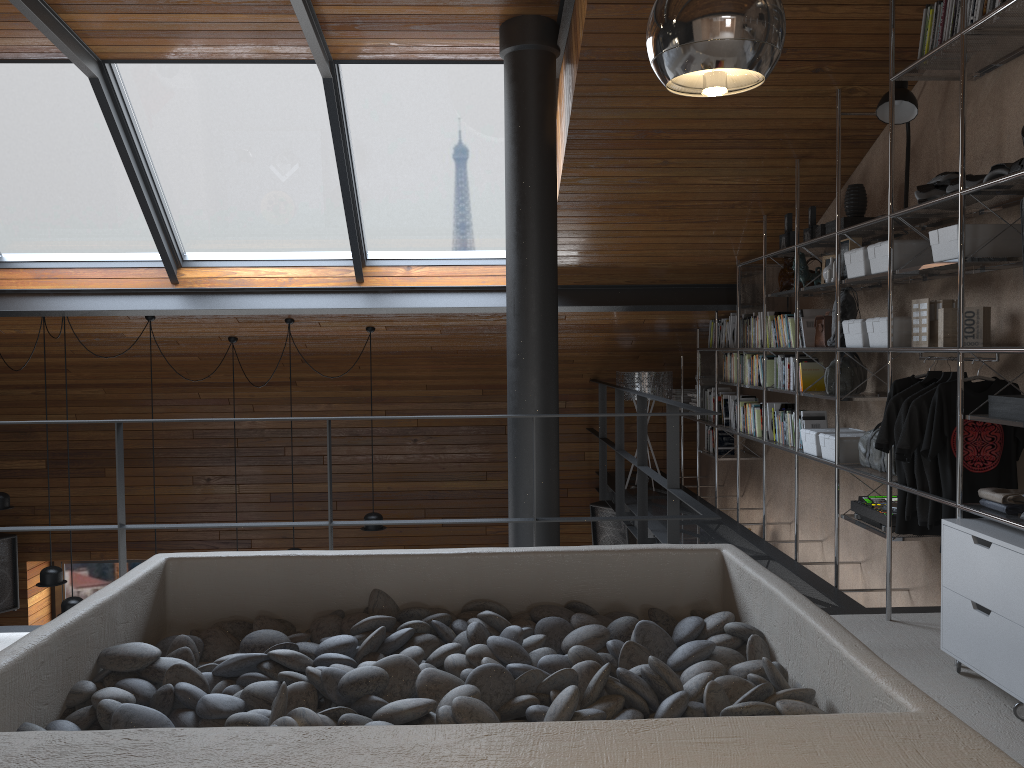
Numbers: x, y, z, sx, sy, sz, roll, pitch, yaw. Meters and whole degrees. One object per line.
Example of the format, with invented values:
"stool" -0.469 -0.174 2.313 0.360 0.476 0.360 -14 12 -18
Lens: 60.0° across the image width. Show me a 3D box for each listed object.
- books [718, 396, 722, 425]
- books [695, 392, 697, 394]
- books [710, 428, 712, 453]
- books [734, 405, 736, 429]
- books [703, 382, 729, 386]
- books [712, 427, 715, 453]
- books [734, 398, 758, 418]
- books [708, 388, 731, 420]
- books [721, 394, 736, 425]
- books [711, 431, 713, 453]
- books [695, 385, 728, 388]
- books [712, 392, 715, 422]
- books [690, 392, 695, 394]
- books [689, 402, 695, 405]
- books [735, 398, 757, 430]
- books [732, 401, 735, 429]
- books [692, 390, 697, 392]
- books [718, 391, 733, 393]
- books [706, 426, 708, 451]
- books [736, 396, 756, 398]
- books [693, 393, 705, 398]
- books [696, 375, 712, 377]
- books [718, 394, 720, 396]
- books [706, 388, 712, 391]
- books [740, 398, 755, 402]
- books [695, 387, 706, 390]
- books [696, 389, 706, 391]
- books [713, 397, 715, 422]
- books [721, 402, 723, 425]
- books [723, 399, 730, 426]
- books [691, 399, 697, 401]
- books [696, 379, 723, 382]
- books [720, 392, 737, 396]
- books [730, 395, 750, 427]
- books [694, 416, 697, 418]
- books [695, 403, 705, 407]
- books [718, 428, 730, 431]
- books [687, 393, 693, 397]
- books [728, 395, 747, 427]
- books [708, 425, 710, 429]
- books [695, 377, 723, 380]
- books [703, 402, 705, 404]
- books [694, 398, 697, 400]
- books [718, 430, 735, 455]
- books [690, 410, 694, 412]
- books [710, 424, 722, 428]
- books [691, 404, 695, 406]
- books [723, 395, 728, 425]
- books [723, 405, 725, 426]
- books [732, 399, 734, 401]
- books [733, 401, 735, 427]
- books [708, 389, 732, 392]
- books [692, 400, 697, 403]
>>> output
"books" 1.636 0.201 6.768 0.137 0.215 0.014 -1 2 -2
"books" 1.655 0.074 7.364 0.254 0.012 0.158 0 2 10
"books" 1.631 0.446 7.050 0.111 0.198 0.008 -1 2 -2
"books" 1.660 0.238 6.387 0.119 0.171 0.044 -1 2 -2
"books" 1.678 -0.004 7.353 0.234 0.028 0.180 -1 2 -2
"books" 1.659 0.439 6.999 0.155 0.215 0.055 -1 2 -2
"books" 1.693 0.211 6.387 0.177 0.217 0.046 -1 2 -2
"books" 1.680 0.164 7.183 0.191 0.255 0.012 -1 2 -2
"books" 1.658 0.195 6.702 0.143 0.235 0.055 -1 2 -2
"books" 1.634 0.457 7.042 0.112 0.177 0.009 -1 2 -2
"books" 1.655 0.018 7.352 0.228 0.016 0.182 -1 2 -2
"books" 1.657 0.182 7.006 0.148 0.234 0.013 -1 2 -2
"books" 1.662 0.074 7.656 0.231 0.012 0.159 0 2 3
"books" 1.673 0.167 7.634 0.234 0.016 0.182 -1 2 -12
"books" 1.681 0.214 6.355 0.161 0.222 0.055 -1 2 -2
"books" 1.657 0.223 6.412 0.127 0.200 0.046 -1 2 -2
"books" 1.678 0.061 7.652 0.206 0.012 0.161 -1 2 -2
"books" 1.668 0.180 6.971 0.146 0.240 0.023 -1 2 -2
"books" 1.639 0.439 7.186 0.127 0.201 0.011 -1 2 -2
"books" 1.718 0.203 6.497 0.148 0.233 0.053 -1 2 -2
"books" 1.657 0.094 7.354 0.288 0.025 0.175 0 2 4
"books" 1.664 -0.063 7.377 0.228 0.016 0.182 -1 2 -2
"books" 1.650 0.190 6.836 0.129 0.231 0.010 -1 2 -2
"books" 1.686 0.162 7.236 0.207 0.255 0.010 -1 2 -2
"books" 1.663 0.214 6.281 0.122 0.230 0.057 -1 2 -2
"books" 1.646 0.035 7.366 0.208 0.017 0.167 -1 2 -2
"books" 1.652 0.049 7.375 0.201 0.012 0.161 -1 2 -2
"books" 1.656 0.200 6.992 0.143 0.199 0.019 -1 2 -2
"books" 1.658 0.202 6.733 0.133 0.219 0.058 -1 2 -2
"books" 1.659 0.213 6.625 0.148 0.206 0.053 -1 2 -2
"books" 1.674 0.135 7.656 0.206 0.012 0.161 -1 2 -12
"books" 1.657 -0.028 7.367 0.216 0.021 0.174 -1 2 -2
"books" 1.656 0.184 6.786 0.131 0.247 0.018 -1 2 -2
"books" 1.686 0.202 6.531 0.148 0.233 0.053 -1 2 -2
"books" 1.655 0.277 7.374 0.252 0.016 0.182 0 2 4
"books" 1.657 0.175 7.357 0.258 0.028 0.180 0 2 4
"books" 1.654 0.444 6.894 0.137 0.216 0.049 -1 2 -2
"books" 1.666 0.094 7.647 0.268 0.025 0.176 -1 2 -2
"books" 1.683 0.200 6.579 0.148 0.233 0.053 -1 2 -2
"books" 1.655 0.430 7.138 0.161 0.223 0.017 -1 2 -2
"books" 1.658 -0.046 7.367 0.228 0.016 0.182 -1 2 -2
"books" 1.665 0.154 7.363 0.222 0.012 0.160 -1 2 -8
"books" 1.684 0.123 7.658 0.208 0.013 0.161 0 2 3
"books" 1.653 0.456 6.878 0.138 0.191 0.049 -1 2 -2
"books" 1.670 0.230 7.654 0.221 0.021 0.174 -1 2 -2
"books" 1.637 0.430 7.063 0.122 0.230 0.017 -1 2 -2
"books" 1.674 0.183 7.636 0.234 0.016 0.182 0 2 3
"books" 1.660 0.198 6.642 0.148 0.233 0.053 -1 2 -2
"books" 1.660 0.204 6.657 0.141 0.221 0.055 -1 2 -2
"books" 1.685 0.213 6.434 0.171 0.218 0.047 -1 2 -2
"books" 1.665 0.223 6.402 0.127 0.200 0.046 -1 2 -2
"books" 1.685 0.166 7.172 0.192 0.251 0.012 -1 2 -2
"books" 1.681 0.150 7.648 0.213 0.017 0.167 -1 2 -7
